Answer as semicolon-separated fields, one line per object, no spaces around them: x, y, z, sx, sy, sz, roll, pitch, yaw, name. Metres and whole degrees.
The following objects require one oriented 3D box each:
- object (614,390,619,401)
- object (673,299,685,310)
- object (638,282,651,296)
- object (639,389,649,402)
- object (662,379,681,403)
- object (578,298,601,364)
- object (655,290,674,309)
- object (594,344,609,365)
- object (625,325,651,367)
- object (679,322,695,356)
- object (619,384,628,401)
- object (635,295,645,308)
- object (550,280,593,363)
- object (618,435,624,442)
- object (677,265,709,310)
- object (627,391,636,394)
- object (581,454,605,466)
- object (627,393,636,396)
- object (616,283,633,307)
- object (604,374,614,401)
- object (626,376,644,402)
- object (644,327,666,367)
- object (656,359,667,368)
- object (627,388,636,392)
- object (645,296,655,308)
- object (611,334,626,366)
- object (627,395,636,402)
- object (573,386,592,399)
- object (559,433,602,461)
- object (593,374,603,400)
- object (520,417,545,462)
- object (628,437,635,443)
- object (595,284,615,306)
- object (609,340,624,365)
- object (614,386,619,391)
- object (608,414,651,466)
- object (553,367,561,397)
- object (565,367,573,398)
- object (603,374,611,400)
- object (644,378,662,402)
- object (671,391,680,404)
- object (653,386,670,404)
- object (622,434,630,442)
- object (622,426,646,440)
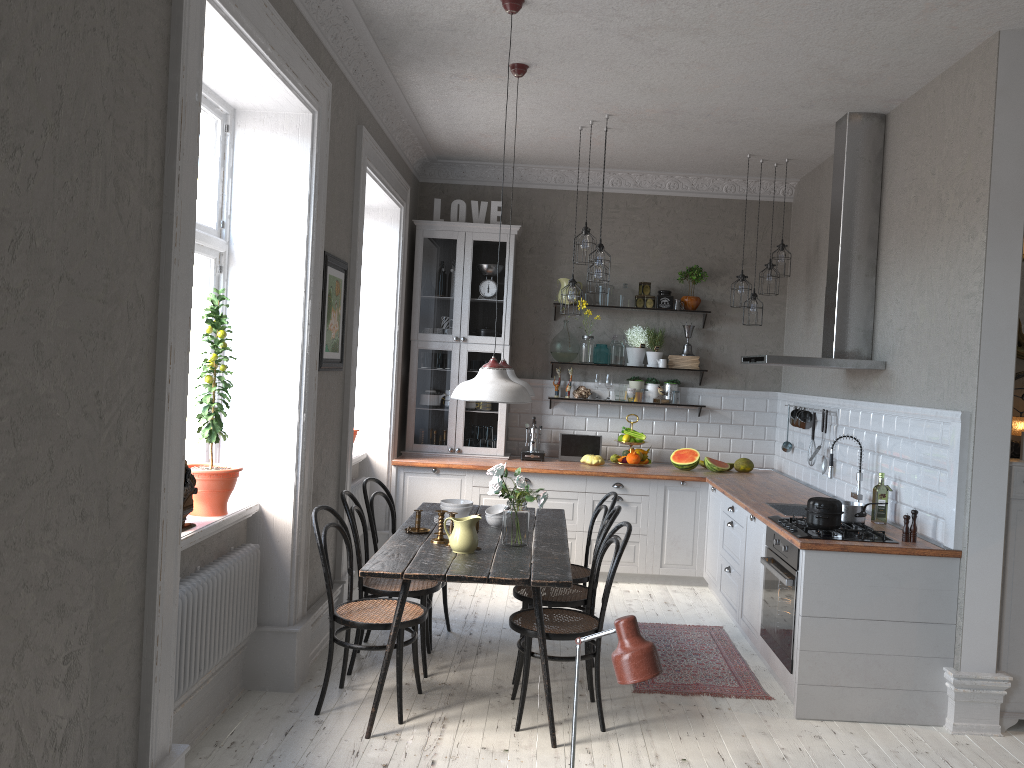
0.901;0.098;7.517;0.077;0.083;0.079;3;1;19;object
1.394;-0.661;7.399;0.093;0.096;0.074;3;1;1;object
1.114;-0.797;7.436;0.084;0.113;0.081;3;1;-19;object
1.114;0.098;7.453;0.078;0.108;0.077;3;1;-6;object
1.361;0.060;7.541;0.159;0.213;0.153;3;1;-1;object
0.619;-0.441;7.366;0.192;0.540;0.279;3;1;-7;object
1.288;-0.707;7.496;0.142;0.174;0.142;3;1;1;object
0.756;-0.251;7.513;0.126;0.172;0.126;3;1;5;object
1.071;-0.326;7.513;0.242;0.354;0.237;3;1;19;object
1.488;-0.378;7.485;0.132;0.287;0.129;3;1;-14;object
0.930;0.073;7.441;0.080;0.139;0.077;2;1;-26;object
1.075;-0.687;7.450;0.083;0.113;0.083;3;1;1;object
0.450;-0.519;7.408;0.340;0.674;0.331;2;1;-31;object
0.921;0.457;7.307;0.096;0.078;0.100;3;1;-12;object
1.525;-0.805;7.448;0.257;0.397;0.245;4;1;26;object
0.996;0.087;7.398;0.076;0.051;0.078;3;1;20;object
0.651;0.612;7.138;0.197;0.083;0.189;3;1;1;object
0.995;0.104;7.398;0.077;0.051;0.077;3;1;-6;object
0.961;-0.748;7.550;0.143;0.220;0.137;2;1;-39;object
0.812;0.029;7.407;0.082;0.217;0.081;3;1;-13;object
1.040;0.037;7.523;0.159;0.217;0.154;3;1;-19;object
1.203;-0.330;7.461;0.188;0.380;0.166;2;1;-38;object
1.258;-0.172;7.400;0.104;0.071;0.064;4;1;31;object
0.998;0.061;7.398;0.078;0.051;0.076;3;1;-13;object
1.162;-0.682;7.447;0.082;0.113;0.083;3;1;11;object
0.908;-0.289;7.574;0.131;0.264;0.132;3;1;6;object
0.995;0.121;7.399;0.077;0.051;0.077;3;1;-6;object
0.586;0.070;7.461;0.179;0.111;0.095;3;1;-22;object
0.565;0.532;7.339;0.351;0.226;0.088;3;1;0;object
0.726;0.022;7.501;0.082;0.217;0.081;3;1;-13;object
0.177;0.442;7.249;0.206;0.370;0.353;3;1;2;object
0.974;0.468;7.247;0.063;0.061;0.066;3;1;1;object
0.778;-0.738;7.456;0.168;0.184;0.176;4;1;40;object
0.877;-0.259;7.424;0.123;0.206;0.127;3;1;24;object
0.903;0.064;7.516;0.077;0.083;0.079;3;1;19;object
0.984;0.458;7.302;0.355;0.425;0.348;3;1;-14;object
0.383;-0.017;7.499;0.054;0.264;0.060;2;1;-28;object
0.488;-0.011;7.484;0.052;0.264;0.063;4;1;37;object
0.813;0.027;7.497;0.082;0.217;0.081;3;1;-13;object
1.196;0.050;7.532;0.170;0.214;0.150;4;1;31;object
1.372;0.112;7.428;0.078;0.108;0.077;3;1;-6;object
1.265;0.089;7.445;0.120;0.147;0.099;2;1;-31;object
0.933;0.444;7.232;0.058;0.069;0.080;3;1;21;object
1.000;0.403;7.275;0.210;0.101;0.067;3;1;6;object
